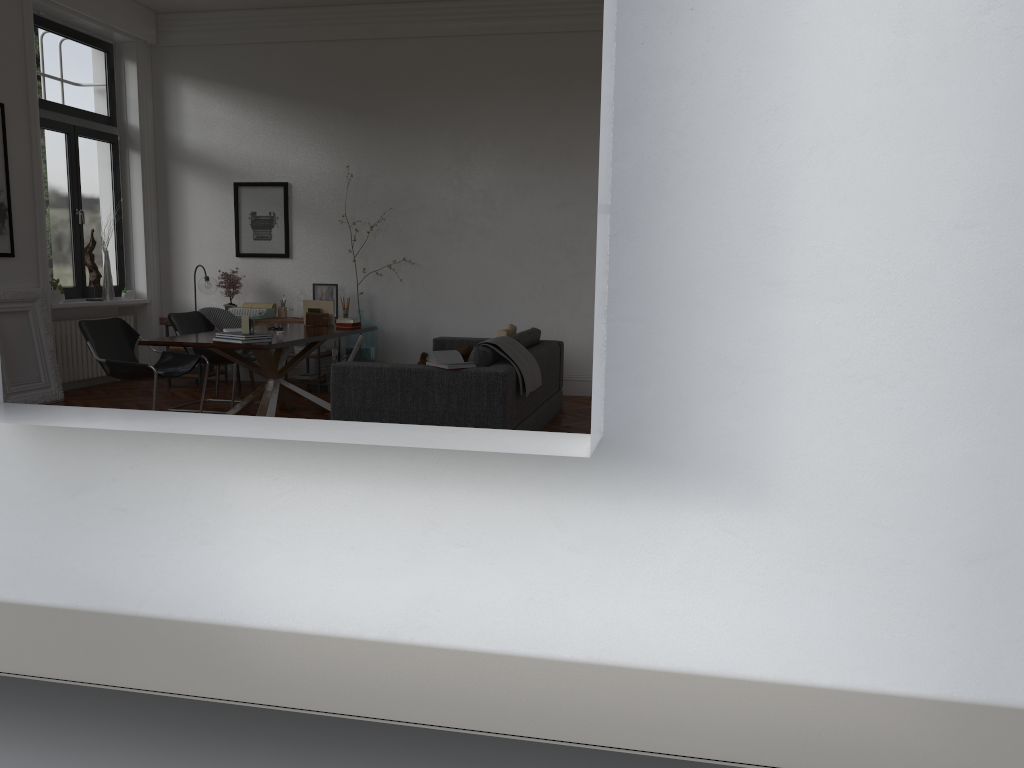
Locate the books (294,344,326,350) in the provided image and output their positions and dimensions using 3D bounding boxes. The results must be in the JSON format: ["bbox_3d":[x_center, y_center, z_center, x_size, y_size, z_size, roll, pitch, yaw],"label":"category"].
[{"bbox_3d":[-2.111,-0.386,9.279,0.225,0.038,0.308,2,8,11],"label":"books"}]

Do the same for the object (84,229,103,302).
[{"bbox_3d":[-4.320,-1.226,9.131,0.165,0.756,0.142,-5,11,-36],"label":"object"}]

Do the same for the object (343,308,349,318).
[{"bbox_3d":[-1.552,-0.663,8.280,0.058,0.091,0.058,1,8,-2],"label":"object"}]

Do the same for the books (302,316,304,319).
[{"bbox_3d":[-2.142,-0.712,9.460,0.213,0.031,0.129,-6,10,-41],"label":"books"}]

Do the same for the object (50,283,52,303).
[{"bbox_3d":[-4.485,-0.888,8.576,0.051,0.214,0.051,-7,12,-43],"label":"object"}]

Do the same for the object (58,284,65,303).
[{"bbox_3d":[-4.472,-0.899,8.768,0.099,0.186,0.097,7,10,34],"label":"object"}]

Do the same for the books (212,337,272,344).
[{"bbox_3d":[-1.982,-0.326,6.507,0.347,0.027,0.263,6,9,36],"label":"books"}]

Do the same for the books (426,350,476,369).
[{"bbox_3d":[-0.414,-0.169,5.998,0.224,0.096,0.278,-5,9,-36],"label":"books"}]

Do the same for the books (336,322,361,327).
[{"bbox_3d":[-1.518,-0.554,8.246,0.159,0.040,0.215,3,8,13],"label":"books"}]

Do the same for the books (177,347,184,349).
[{"bbox_3d":[-3.433,-0.398,9.541,0.247,0.024,0.208,2,8,11],"label":"books"}]

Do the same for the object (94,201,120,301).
[{"bbox_3d":[-4.236,-1.408,9.373,0.289,1.057,0.295,3,9,14],"label":"object"}]

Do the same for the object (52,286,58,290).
[{"bbox_3d":[-4.449,-0.883,8.638,0.051,0.189,0.051,-7,12,-43],"label":"object"}]

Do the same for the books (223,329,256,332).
[{"bbox_3d":[-2.254,-0.435,7.338,0.231,0.026,0.324,-2,8,-23],"label":"books"}]

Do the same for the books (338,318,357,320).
[{"bbox_3d":[-1.529,-0.610,8.260,0.128,0.008,0.159,3,8,13],"label":"books"}]

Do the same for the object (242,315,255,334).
[{"bbox_3d":[-1.937,-0.436,6.510,0.082,0.126,0.275,-1,8,-15],"label":"object"}]

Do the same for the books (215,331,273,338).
[{"bbox_3d":[-1.967,-0.365,6.507,0.344,0.017,0.250,6,9,36],"label":"books"}]

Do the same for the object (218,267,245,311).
[{"bbox_3d":[-3.088,-1.014,9.704,0.289,0.530,0.307,-5,10,-33],"label":"object"}]

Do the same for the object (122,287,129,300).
[{"bbox_3d":[-4.216,-0.985,9.661,0.072,0.135,0.072,7,10,36],"label":"object"}]

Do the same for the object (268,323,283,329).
[{"bbox_3d":[-2.092,-0.508,7.805,0.132,0.047,0.114,-3,8,-25],"label":"object"}]

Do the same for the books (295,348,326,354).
[{"bbox_3d":[-2.106,-0.349,9.274,0.225,0.038,0.308,2,8,10],"label":"books"}]

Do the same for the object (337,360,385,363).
[{"bbox_3d":[-1.631,-0.081,9.516,0.435,0.317,0.340,3,8,11],"label":"object"}]

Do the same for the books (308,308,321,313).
[{"bbox_3d":[-1.855,-0.636,8.352,0.128,0.158,0.040,3,9,11],"label":"books"}]

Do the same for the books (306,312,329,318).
[{"bbox_3d":[-1.823,-0.607,8.303,0.221,0.125,0.028,3,9,11],"label":"books"}]

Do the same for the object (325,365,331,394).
[{"bbox_3d":[-1.798,-0.033,9.188,0.260,0.306,0.260,-3,9,-24],"label":"object"}]

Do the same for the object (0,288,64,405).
[{"bbox_3d":[-4.397,-0.315,7.932,0.233,1.065,0.827,3,8,11],"label":"object"}]

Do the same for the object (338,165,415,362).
[{"bbox_3d":[-1.430,-1.256,9.376,0.807,2.065,0.352,0,9,-7],"label":"object"}]

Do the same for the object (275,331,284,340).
[{"bbox_3d":[-1.748,-0.362,6.653,0.064,0.065,0.082,6,9,32],"label":"object"}]

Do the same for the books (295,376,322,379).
[{"bbox_3d":[-2.144,-0.074,9.342,0.196,0.014,0.267,2,8,10],"label":"books"}]

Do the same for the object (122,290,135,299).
[{"bbox_3d":[-4.264,-0.992,9.847,0.132,0.098,0.134,-2,8,-18],"label":"object"}]

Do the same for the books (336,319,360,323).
[{"bbox_3d":[-1.521,-0.589,8.250,0.164,0.029,0.207,2,8,9],"label":"books"}]

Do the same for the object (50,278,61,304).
[{"bbox_3d":[-4.404,-0.898,8.543,0.098,0.245,0.102,-1,9,-11],"label":"object"}]

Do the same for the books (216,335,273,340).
[{"bbox_3d":[-1.968,-0.348,6.509,0.344,0.017,0.250,6,9,36],"label":"books"}]

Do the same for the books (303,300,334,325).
[{"bbox_3d":[-1.827,-0.675,8.384,0.310,0.240,0.043,3,9,11],"label":"books"}]

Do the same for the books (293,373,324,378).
[{"bbox_3d":[-2.143,-0.089,9.340,0.196,0.014,0.267,4,8,23],"label":"books"}]
